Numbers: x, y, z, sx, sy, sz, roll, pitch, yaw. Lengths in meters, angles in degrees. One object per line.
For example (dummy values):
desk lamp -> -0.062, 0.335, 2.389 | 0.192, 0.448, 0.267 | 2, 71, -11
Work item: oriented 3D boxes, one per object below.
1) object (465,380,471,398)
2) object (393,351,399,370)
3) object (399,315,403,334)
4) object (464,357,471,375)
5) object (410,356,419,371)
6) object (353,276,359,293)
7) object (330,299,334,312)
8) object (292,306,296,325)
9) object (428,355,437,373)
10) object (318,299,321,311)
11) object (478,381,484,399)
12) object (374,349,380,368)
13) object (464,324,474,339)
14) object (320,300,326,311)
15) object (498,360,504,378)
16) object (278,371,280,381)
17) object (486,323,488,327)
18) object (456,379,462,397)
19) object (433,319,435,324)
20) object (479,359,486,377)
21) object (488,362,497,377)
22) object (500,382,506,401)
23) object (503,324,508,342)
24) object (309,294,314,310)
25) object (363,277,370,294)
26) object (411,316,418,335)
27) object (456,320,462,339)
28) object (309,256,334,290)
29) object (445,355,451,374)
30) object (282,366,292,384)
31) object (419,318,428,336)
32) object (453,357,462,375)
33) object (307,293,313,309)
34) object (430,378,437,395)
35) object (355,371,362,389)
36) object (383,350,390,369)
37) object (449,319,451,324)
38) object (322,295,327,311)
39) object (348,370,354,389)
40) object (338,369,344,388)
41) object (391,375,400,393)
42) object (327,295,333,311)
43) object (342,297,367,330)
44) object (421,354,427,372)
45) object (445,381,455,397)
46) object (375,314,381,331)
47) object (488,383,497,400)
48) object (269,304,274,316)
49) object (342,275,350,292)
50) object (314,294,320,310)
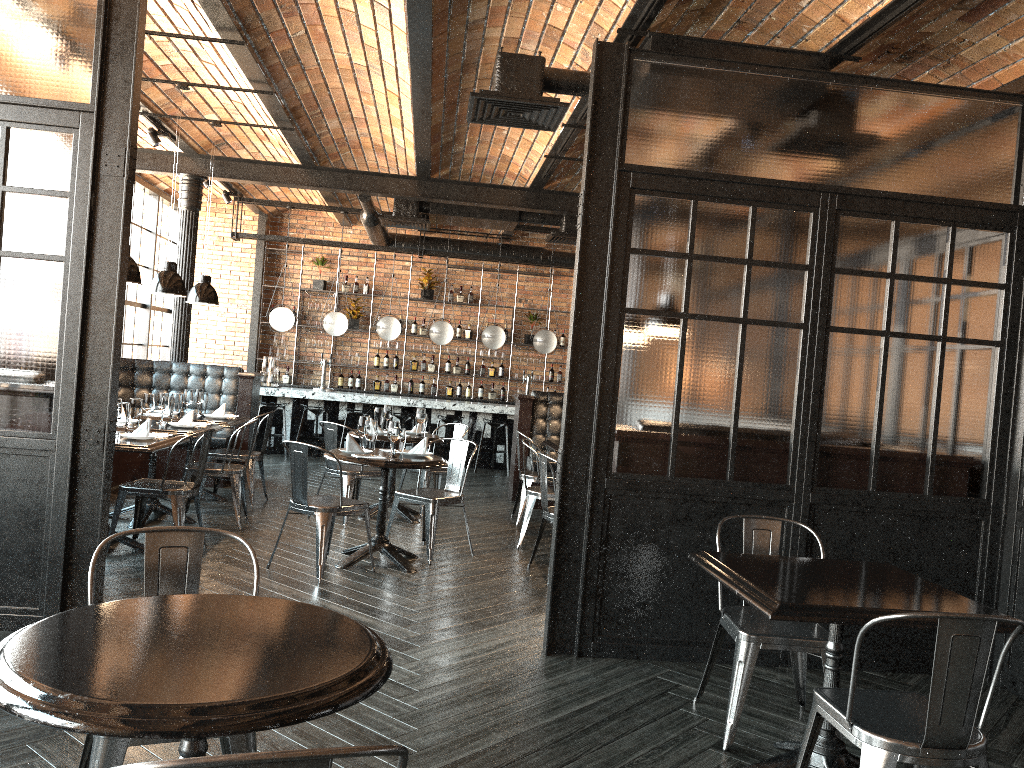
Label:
object -> -0.697, 0.078, 14.263 | 0.080, 0.299, 0.080 | 5, 1, -3
object -> -1.847, -0.381, 14.146 | 0.086, 0.297, 0.086 | 6, 1, 43
object -> -1.787, -0.948, 14.148 | 0.086, 0.298, 0.086 | 6, 1, 43
object -> -0.711, -0.290, 14.256 | 0.086, 0.299, 0.086 | 6, 1, 43
object -> -1.562, -0.331, 14.171 | 0.151, 0.248, 0.094 | 4, 1, -17
object -> -2.471, -1.570, 14.055 | 0.083, 0.282, 0.083 | 4, 1, -20
object -> -2.871, -1.274, 14.099 | 0.092, 0.244, 0.092 | 5, 1, 0
object -> -3.444, -1.083, 13.979 | 0.086, 0.299, 0.086 | 6, 1, 43
object -> -1.270, -0.323, 14.185 | 0.123, 0.279, 0.123 | 5, 1, 8
object -> -3.072, -1.290, 14.079 | 0.092, 0.244, 0.092 | 5, 1, 0
object -> -0.495, 0.093, 14.290 | 0.086, 0.298, 0.086 | 6, 1, 43
object -> -2.143, -0.404, 14.121 | 0.086, 0.299, 0.086 | 6, 1, 43
object -> -0.690, -0.834, 14.241 | 0.151, 0.248, 0.094 | 5, 1, 23
object -> -2.958, -1.278, 13.925 | 0.092, 0.244, 0.092 | 5, 1, 0
object -> -0.166, -0.244, 14.319 | 0.086, 0.298, 0.086 | 6, 1, 43
object -> -3.693, -0.165, 13.949 | 0.086, 0.297, 0.086 | 5, 1, 28
object -> -0.407, -0.836, 14.274 | 0.086, 0.299, 0.086 | 6, 1, 43
object -> -0.843, 0.066, 14.262 | 0.086, 0.298, 0.086 | 6, 1, 43
object -> -1.254, -0.897, 14.186 | 0.083, 0.282, 0.083 | 5, 1, -5
object -> -0.471, -0.261, 14.276 | 0.083, 0.282, 0.083 | 4, 1, -20
object -> -0.320, -0.231, 14.290 | 0.151, 0.248, 0.094 | 5, 1, 3
object -> -0.147, 0.121, 14.319 | 0.086, 0.299, 0.086 | 6, 1, 43
object -> -0.111, -0.813, 14.299 | 0.086, 0.297, 0.086 | 6, 1, 43
object -> -3.181, -1.299, 14.069 | 0.092, 0.244, 0.092 | 5, 1, 0
object -> -2.306, -1.557, 14.071 | 0.083, 0.282, 0.083 | 5, 1, 10
object -> -1.554, -0.930, 14.165 | 0.086, 0.298, 0.086 | 6, 1, 43
object -> -0.849, -0.874, 14.257 | 0.086, 0.298, 0.086 | 6, 1, 43
object -> -3.026, -1.751, 14.024 | 0.377, 0.554, 0.422 | 4, 1, -18
object -> -1.019, -0.314, 14.230 | 0.086, 0.298, 0.086 | 6, 1, 43
object -> -3.539, -0.142, 13.976 | 0.123, 0.279, 0.123 | 5, 1, 8
object -> -1.413, -0.907, 14.157 | 0.123, 0.279, 0.123 | 4, 1, -17
object -> -0.878, -0.292, 14.223 | 0.123, 0.279, 0.123 | 4, 1, -17
object -> -3.166, -1.295, 13.905 | 0.092, 0.244, 0.092 | 5, 1, 0
object -> -1.254, 0.040, 14.209 | 0.083, 0.282, 0.083 | 4, 1, -20
object -> -2.436, -0.064, 14.103 | 0.086, 0.298, 0.086 | 6, 1, 43
object -> -2.000, -0.394, 14.160 | 0.086, 0.298, 0.086 | 6, 1, 43
object -> -1.010, -0.886, 14.213 | 0.086, 0.299, 0.086 | 6, 1, 43
object -> -2.974, -1.283, 14.089 | 0.092, 0.244, 0.092 | 5, 1, 0
object -> -2.556, -0.074, 14.115 | 0.086, 0.298, 0.086 | 6, 1, 43
object -> -2.710, -0.085, 14.075 | 0.086, 0.299, 0.086 | 6, 1, 43
object -> -1.856, -0.006, 14.138 | 0.123, 0.279, 0.123 | 5, 1, 8
object -> -2.855, -1.270, 13.934 | 0.092, 0.244, 0.092 | 5, 1, 0
object -> -2.483, -1.117, 14.037 | 0.430, 0.526, 0.425 | 5, 1, 7
object -> -1.408, -0.337, 14.186 | 0.083, 0.282, 0.083 | 5, 1, -5
object -> -0.997, 0.079, 14.234 | 0.151, 0.248, 0.094 | 5, 1, 3
object -> -2.116, -0.967, 14.103 | 0.083, 0.282, 0.083 | 4, 1, -20
object -> -0.314, 0.118, 14.286 | 0.123, 0.279, 0.123 | 4, 1, -17
object -> -3.778, -1.110, 13.975 | 0.086, 0.298, 0.086 | 6, 1, 43
object -> -2.628, -1.581, 14.041 | 0.123, 0.279, 0.123 | 4, 1, -17
object -> -3.057, -1.286, 13.915 | 0.092, 0.244, 0.092 | 5, 1, 0
